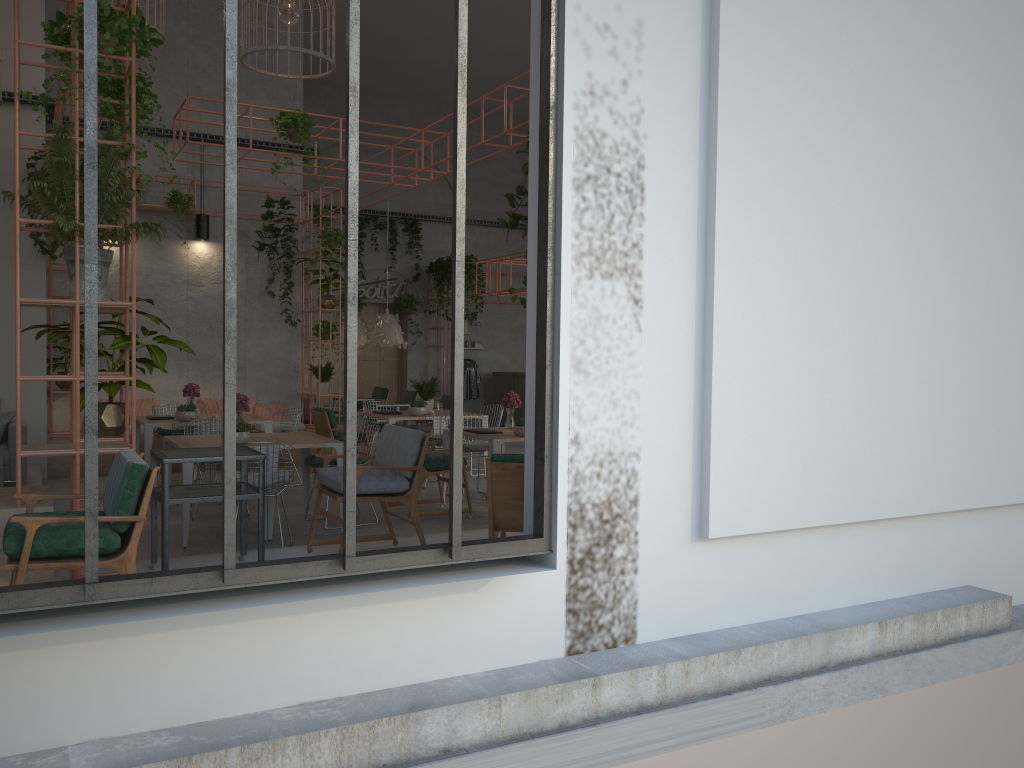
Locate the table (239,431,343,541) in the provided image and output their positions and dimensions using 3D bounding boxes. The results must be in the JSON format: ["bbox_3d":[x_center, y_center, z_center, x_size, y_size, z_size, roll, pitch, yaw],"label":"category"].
[{"bbox_3d":[-2.081,0.919,8.314,0.694,0.830,1.214,0,2,-29],"label":"table"}]

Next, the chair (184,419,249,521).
[{"bbox_3d":[-2.970,0.842,8.901,0.565,0.941,0.717,0,2,-27],"label":"chair"}]

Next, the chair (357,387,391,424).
[{"bbox_3d":[-2.950,0.530,18.415,0.685,0.930,0.722,0,2,-29],"label":"chair"}]

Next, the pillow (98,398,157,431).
[{"bbox_3d":[-5.346,0.432,12.351,0.839,0.474,0.276,-1,2,-38],"label":"pillow"}]

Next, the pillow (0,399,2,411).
[{"bbox_3d":[-5.971,0.401,9.534,0.836,0.476,0.273,0,2,-28],"label":"pillow"}]

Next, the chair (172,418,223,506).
[{"bbox_3d":[-3.383,0.810,9.676,0.565,0.941,0.717,0,2,-12],"label":"chair"}]

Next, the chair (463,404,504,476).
[{"bbox_3d":[-0.476,0.760,12.321,0.717,0.941,0.565,0,2,-32],"label":"chair"}]

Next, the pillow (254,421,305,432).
[{"bbox_3d":[-3.397,0.626,12.939,0.637,0.149,0.491,0,2,-28],"label":"pillow"}]

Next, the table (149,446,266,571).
[{"bbox_3d":[-1.980,0.839,5.753,0.635,0.798,0.602,0,2,-29],"label":"table"}]

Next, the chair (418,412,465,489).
[{"bbox_3d":[-0.904,0.798,11.026,0.565,0.941,0.717,0,2,-12],"label":"chair"}]

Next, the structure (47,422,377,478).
[{"bbox_3d":[-5.355,0.832,14.833,4.386,0.500,5.831,0,2,-29],"label":"structure"}]

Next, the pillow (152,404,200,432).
[{"bbox_3d":[-4.772,0.479,12.642,0.666,0.385,0.289,0,2,-33],"label":"pillow"}]

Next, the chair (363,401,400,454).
[{"bbox_3d":[-1.799,0.731,12.652,0.565,0.941,0.717,0,2,-27],"label":"chair"}]

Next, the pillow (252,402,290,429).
[{"bbox_3d":[-3.647,0.473,13.255,0.666,0.385,0.289,0,2,-33],"label":"pillow"}]

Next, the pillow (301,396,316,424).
[{"bbox_3d":[-3.297,0.401,14.139,0.276,0.474,0.839,-1,2,-38],"label":"pillow"}]

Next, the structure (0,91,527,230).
[{"bbox_3d":[-1.402,-3.450,11.789,15.603,0.110,15.203,0,2,-29],"label":"structure"}]

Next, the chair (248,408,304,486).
[{"bbox_3d":[-2.955,0.772,10.971,0.717,0.941,0.565,0,2,-32],"label":"chair"}]

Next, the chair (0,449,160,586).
[{"bbox_3d":[-2.120,0.822,4.338,0.685,0.929,0.722,0,2,-29],"label":"chair"}]

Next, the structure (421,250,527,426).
[{"bbox_3d":[3.042,-0.620,14.651,4.157,4.247,14.689,0,2,-29],"label":"structure"}]

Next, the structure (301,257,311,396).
[{"bbox_3d":[-4.568,-0.831,18.452,0.630,3.597,0.430,0,2,-29],"label":"structure"}]

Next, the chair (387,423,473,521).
[{"bbox_3d":[-0.858,0.871,9.034,0.685,0.917,0.722,0,2,-29],"label":"chair"}]

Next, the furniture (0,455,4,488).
[{"bbox_3d":[-5.147,0.890,8.019,0.941,0.446,0.975,0,2,-29],"label":"furniture"}]

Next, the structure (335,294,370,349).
[{"bbox_3d":[-3.588,-1.512,19.288,0.921,1.527,0.950,1,2,5],"label":"structure"}]

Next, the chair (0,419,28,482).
[{"bbox_3d":[-5.689,0.728,9.238,1.127,0.672,1.052,0,2,-29],"label":"chair"}]

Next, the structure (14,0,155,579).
[{"bbox_3d":[-2.474,-0.552,5.182,0.748,3.623,0.722,0,2,-29],"label":"structure"}]

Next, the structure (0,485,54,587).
[{"bbox_3d":[-5.305,0.614,6.446,3.396,1.111,9.152,0,2,-29],"label":"structure"}]

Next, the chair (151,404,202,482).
[{"bbox_3d":[-4.278,0.743,11.302,0.565,0.941,0.717,0,2,-27],"label":"chair"}]

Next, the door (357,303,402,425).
[{"bbox_3d":[-3.271,-0.462,20.262,1.360,2.729,0.551,0,2,-29],"label":"door"}]

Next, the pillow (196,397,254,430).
[{"bbox_3d":[-4.201,0.429,12.926,0.839,0.474,0.276,1,2,-8],"label":"pillow"}]

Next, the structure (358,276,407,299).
[{"bbox_3d":[-2.929,-2.124,19.560,1.312,0.505,0.063,0,2,-29],"label":"structure"}]

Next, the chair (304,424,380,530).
[{"bbox_3d":[-1.647,0.872,8.571,0.717,0.941,0.565,0,2,-32],"label":"chair"}]

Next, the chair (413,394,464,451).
[{"bbox_3d":[-1.275,0.657,15.340,0.685,0.929,0.722,0,2,-29],"label":"chair"}]

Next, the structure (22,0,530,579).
[{"bbox_3d":[-4.341,-1.203,12.418,4.501,4.345,14.096,0,2,-30],"label":"structure"}]

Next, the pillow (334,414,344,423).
[{"bbox_3d":[-2.980,0.581,14.442,0.491,0.149,0.637,0,2,-28],"label":"pillow"}]

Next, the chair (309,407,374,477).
[{"bbox_3d":[-2.204,0.770,11.469,0.685,0.917,0.722,0,2,-29],"label":"chair"}]

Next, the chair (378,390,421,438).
[{"bbox_3d":[-2.122,0.593,16.894,0.685,0.930,0.722,0,2,-29],"label":"chair"}]

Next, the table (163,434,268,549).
[{"bbox_3d":[-2.689,0.922,7.978,0.694,0.830,1.205,0,2,-29],"label":"table"}]

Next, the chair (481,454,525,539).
[{"bbox_3d":[0.235,0.836,5.027,0.722,0.917,0.685,1,2,11],"label":"chair"}]

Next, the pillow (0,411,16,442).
[{"bbox_3d":[-5.526,0.457,9.411,0.495,0.349,0.308,2,2,21],"label":"pillow"}]

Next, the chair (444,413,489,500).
[{"bbox_3d":[-0.452,0.832,10.218,0.565,0.941,0.717,0,2,-27],"label":"chair"}]

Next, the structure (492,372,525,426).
[{"bbox_3d":[1.646,0.010,19.277,2.579,2.022,4.057,0,2,-29],"label":"structure"}]

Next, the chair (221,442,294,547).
[{"bbox_3d":[-2.075,0.910,7.276,0.565,0.941,0.717,0,2,-12],"label":"chair"}]

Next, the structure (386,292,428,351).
[{"bbox_3d":[-2.449,-1.499,19.957,0.950,1.527,0.921,0,2,-30],"label":"structure"}]

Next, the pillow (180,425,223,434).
[{"bbox_3d":[-4.290,0.630,12.453,0.637,0.149,0.491,0,2,-28],"label":"pillow"}]

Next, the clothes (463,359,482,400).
[{"bbox_3d":[-0.992,-0.088,20.579,0.366,0.997,0.625,3,3,42],"label":"clothes"}]

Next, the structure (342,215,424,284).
[{"bbox_3d":[-2.862,-2.958,19.441,1.939,1.514,0.856,-1,2,-34],"label":"structure"}]

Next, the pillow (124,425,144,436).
[{"bbox_3d":[-5.211,0.635,11.951,0.637,0.149,0.491,0,2,-28],"label":"pillow"}]

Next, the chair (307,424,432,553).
[{"bbox_3d":[-1.010,0.771,6.269,0.685,0.929,0.722,0,2,-29],"label":"chair"}]
